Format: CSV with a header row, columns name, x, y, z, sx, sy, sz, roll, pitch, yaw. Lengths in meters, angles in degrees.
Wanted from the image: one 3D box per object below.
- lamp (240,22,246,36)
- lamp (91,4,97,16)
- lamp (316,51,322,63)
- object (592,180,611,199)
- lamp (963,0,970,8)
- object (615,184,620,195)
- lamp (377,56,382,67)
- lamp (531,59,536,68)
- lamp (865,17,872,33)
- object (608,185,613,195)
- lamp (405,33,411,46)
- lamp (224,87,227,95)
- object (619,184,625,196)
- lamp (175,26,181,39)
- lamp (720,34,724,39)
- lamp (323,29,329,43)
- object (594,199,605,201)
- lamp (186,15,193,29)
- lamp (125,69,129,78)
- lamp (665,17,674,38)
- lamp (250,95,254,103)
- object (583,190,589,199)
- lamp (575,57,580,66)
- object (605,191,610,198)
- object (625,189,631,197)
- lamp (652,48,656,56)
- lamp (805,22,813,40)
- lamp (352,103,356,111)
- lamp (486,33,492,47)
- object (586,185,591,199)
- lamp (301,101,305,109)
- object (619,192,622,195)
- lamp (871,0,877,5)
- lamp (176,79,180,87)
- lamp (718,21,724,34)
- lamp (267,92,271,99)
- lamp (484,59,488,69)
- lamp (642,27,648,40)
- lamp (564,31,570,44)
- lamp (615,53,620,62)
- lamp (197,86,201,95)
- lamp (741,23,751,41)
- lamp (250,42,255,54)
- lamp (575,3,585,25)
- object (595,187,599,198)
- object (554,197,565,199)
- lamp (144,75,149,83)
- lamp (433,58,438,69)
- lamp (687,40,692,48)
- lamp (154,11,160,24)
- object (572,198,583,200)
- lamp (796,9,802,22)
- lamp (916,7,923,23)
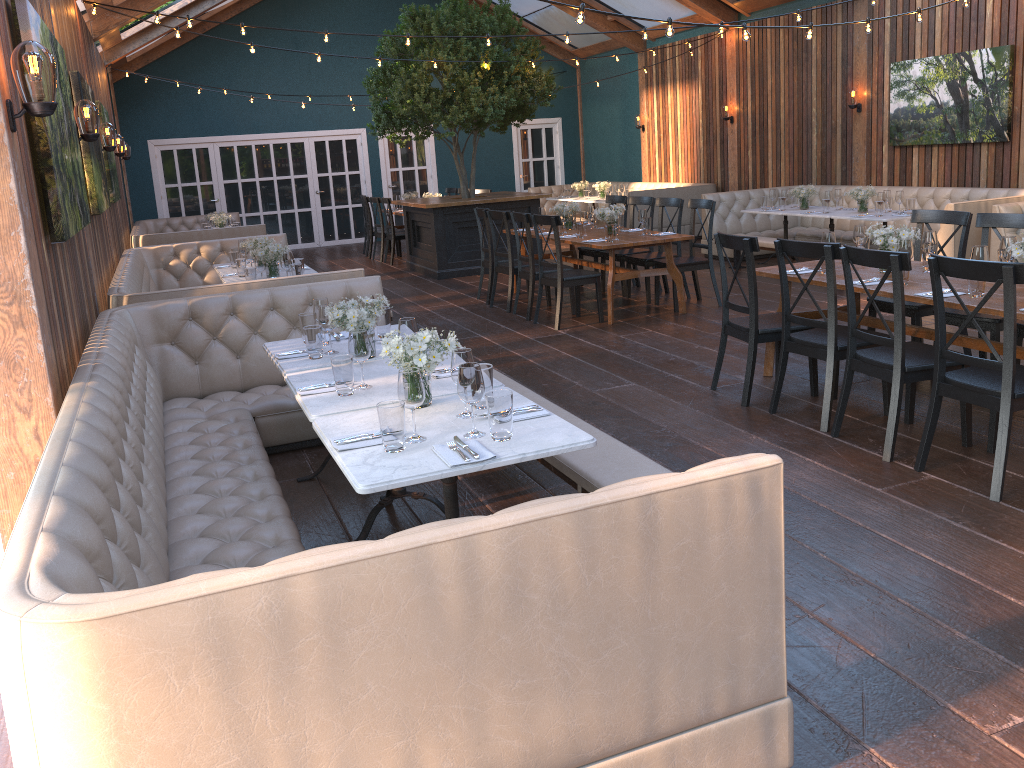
name,x,y,z,sx,sy,sz,roll,pitch,yaw
lamp,-2.494,-3.290,8.200,0.056,0.119,0.057,-3,12,3
lamp,-3.820,-3.427,8.081,0.056,0.117,0.062,-1,12,14
lamp,-2.092,-3.539,9.574,0.056,0.119,0.057,4,14,34
object,1.571,-3.391,15.439,0.336,0.305,0.333,1,14,21
lamp,3.932,-3.322,7.672,0.071,0.114,0.057,-4,12,1
object,1.818,-3.296,15.143,0.092,0.241,0.093,2,13,26
lamp,-1.509,-3.664,10.059,0.057,0.118,0.057,-12,14,-33
lamp,0.277,-4.141,11.432,0.060,0.118,0.057,-12,15,-35
lamp,2.755,-2.772,6.837,0.057,0.119,0.057,-12,14,-33
object,1.658,-3.223,14.907,0.092,0.241,0.093,2,13,26
lamp,-0.985,-3.256,8.368,0.056,0.119,0.057,-6,12,-12
lamp,-4.611,-4.713,14.231,0.056,0.119,0.057,-5,12,-6
object,1.857,-3.238,14.915,0.092,0.241,0.093,2,13,26
lamp,-3.239,-3.408,8.575,0.056,0.116,0.066,2,14,27
lamp,3.225,-5.362,13.580,0.056,0.118,0.057,-2,12,8
lamp,-1.743,-3.258,8.287,0.056,0.119,0.057,-6,12,-8
object,1.503,-3.113,14.966,0.256,0.018,0.159,-9,16,-20
lamp,-2.965,-3.331,8.135,0.056,0.119,0.057,-8,13,-18
lamp,-5.747,-4.634,13.204,0.056,0.119,0.057,6,15,38
lamp,0.976,-2.209,5.480,0.056,0.119,0.057,-9,13,-22
lamp,-3.945,-4.313,13.399,0.056,0.118,0.060,-7,12,-16
object,1.305,-3.326,15.553,0.092,0.156,0.092,-12,15,-34
lamp,0.876,-4.331,11.877,0.060,0.118,0.057,-3,12,3
object,1.603,-3.153,14.824,0.092,0.156,0.092,-12,15,-34
object,1.952,-3.188,14.866,0.092,0.156,0.092,-12,15,-34
lamp,2.050,-4.787,12.758,0.057,0.119,0.057,-13,15,-38
lamp,2.153,-2.554,6.407,0.056,0.119,0.057,-4,12,-2
lamp,-2.438,-4.252,13.606,0.056,0.118,0.061,-1,12,16
lamp,-0.225,-3.282,8.444,0.056,0.119,0.057,0,13,19
object,1.360,-3.395,15.635,0.092,0.241,0.093,2,13,26
lamp,-3.177,-4.253,13.480,0.056,0.113,0.075,1,13,22
object,1.878,-3.282,15.242,0.092,0.156,0.092,-12,15,-34
lamp,3.536,-3.765,8.653,0.064,0.117,0.057,-10,13,-27
lamp,-5.182,-4.666,13.722,0.057,0.119,0.057,-13,15,-36
lamp,2.037,-3.472,8.617,0.056,0.116,0.068,4,14,32
lamp,-4.041,-4.795,14.735,0.056,0.119,0.057,-8,13,-18
lamp,-0.324,-3.971,10.989,0.056,0.119,0.057,-3,12,4
lamp,1.288,-3.386,8.555,0.056,0.119,0.057,-5,12,-6
lamp,0.528,-3.325,8.498,0.056,0.119,0.057,7,16,43
lamp,1.466,-4.543,12.313,0.056,0.116,0.068,-9,13,-23
lamp,-4.696,-4.403,13.270,0.060,0.118,0.057,-10,13,-26
lamp,1.573,-2.365,5.942,0.056,0.119,0.057,-7,12,-15
lamp,-2.662,-3.449,9.072,0.056,0.117,0.063,1,13,20
lamp,0.384,-2.089,4.999,0.056,0.118,0.057,3,14,28
object,1.540,-3.459,15.831,0.092,0.241,0.093,2,13,26
object,0.927,-3.455,16.406,0.256,0.018,0.159,-9,16,-20
lamp,-5.430,-4.526,13.132,0.076,0.112,0.057,2,13,24
lamp,-0.913,-3.809,10.520,0.057,0.119,0.056,-14,15,-39
lamp,2.646,-5.055,13.162,0.064,0.117,0.057,-6,12,-12
lamp,-3.252,-3.353,8.096,0.056,0.119,0.057,4,14,34
object,1.206,-3.286,15.695,0.256,0.018,0.159,-9,16,-20
lamp,2.798,-3.594,8.631,0.056,0.119,0.057,-4,12,0
lamp,3.346,-3.029,7.262,0.056,0.119,0.057,-2,12,7
